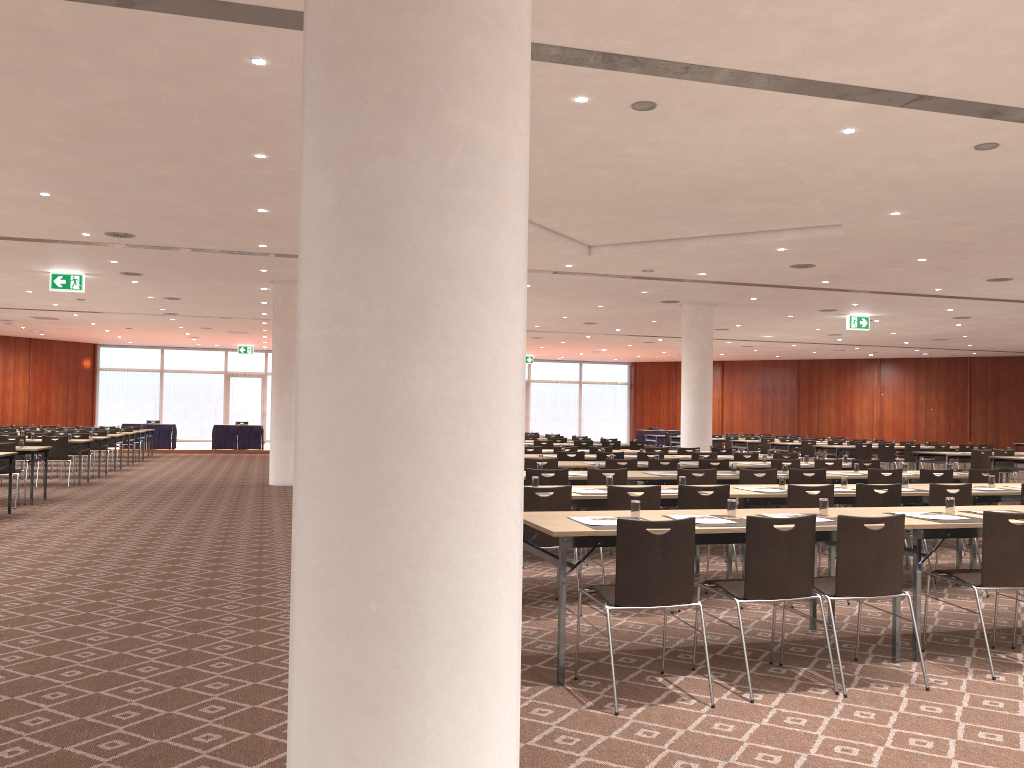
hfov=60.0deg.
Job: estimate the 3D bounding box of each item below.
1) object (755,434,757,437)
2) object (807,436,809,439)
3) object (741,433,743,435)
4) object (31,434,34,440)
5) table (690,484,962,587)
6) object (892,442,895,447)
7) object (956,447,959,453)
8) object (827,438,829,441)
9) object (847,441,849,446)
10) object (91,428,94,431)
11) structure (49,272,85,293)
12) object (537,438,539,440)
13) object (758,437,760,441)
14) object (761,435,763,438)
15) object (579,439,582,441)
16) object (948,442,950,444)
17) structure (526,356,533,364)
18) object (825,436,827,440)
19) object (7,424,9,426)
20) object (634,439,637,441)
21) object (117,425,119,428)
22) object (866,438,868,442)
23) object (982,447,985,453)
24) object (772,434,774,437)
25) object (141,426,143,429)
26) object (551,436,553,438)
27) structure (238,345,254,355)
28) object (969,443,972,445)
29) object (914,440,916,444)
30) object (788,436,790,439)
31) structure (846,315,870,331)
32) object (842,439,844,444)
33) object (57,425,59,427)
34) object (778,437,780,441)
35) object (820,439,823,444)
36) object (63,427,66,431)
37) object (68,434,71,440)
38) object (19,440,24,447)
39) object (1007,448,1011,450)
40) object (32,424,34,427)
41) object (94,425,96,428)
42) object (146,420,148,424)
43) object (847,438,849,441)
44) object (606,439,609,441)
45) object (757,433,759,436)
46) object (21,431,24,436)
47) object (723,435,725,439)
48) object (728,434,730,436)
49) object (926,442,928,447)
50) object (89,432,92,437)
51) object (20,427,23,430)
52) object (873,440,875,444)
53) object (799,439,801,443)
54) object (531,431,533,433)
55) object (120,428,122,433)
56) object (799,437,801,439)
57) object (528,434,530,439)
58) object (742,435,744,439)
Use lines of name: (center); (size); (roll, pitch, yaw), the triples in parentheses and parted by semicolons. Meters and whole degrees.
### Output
object: (8.149, 1.734, 29.649); (0.054, 0.114, 0.054); (0, -2, 41)
object: (9.302, 1.691, 27.892); (0.054, 0.114, 0.054); (0, -2, 41)
object: (8.240, 1.809, 31.756); (0.054, 0.114, 0.054); (0, -2, 41)
object: (-8.988, 0.988, 16.627); (0.054, 0.114, 0.054); (0, -2, 41)
table: (2.833, 1.361, 7.995); (2.267, 0.833, 0.953); (2, -2, -15)
object: (9.339, 1.474, 21.697); (0.054, 0.114, 0.054); (0, -2, 41)
object: (9.030, 1.339, 17.981); (0.054, 0.114, 0.054); (2, -2, -27)
object: (9.205, 1.616, 25.798); (0.054, 0.114, 0.054); (0, -2, 41)
object: (8.090, 1.441, 21.343); (0.054, 0.114, 0.054); (0, -2, 41)
object: (-10.591, 1.163, 22.391); (0.054, 0.114, 0.054); (2, -2, -27)
structure: (-8.452, -1.933, 16.856); (0.587, 0.346, 0.105); (1, -2, -15)
object: (0.566, 1.241, 19.259); (0.054, 0.114, 0.054); (0, -2, 41)
object: (7.026, 1.558, 25.191); (0.054, 0.114, 0.054); (2, -2, -27)
object: (7.740, 1.650, 27.466); (0.054, 0.114, 0.054); (2, -2, -27)
object: (1.508, 1.266, 19.525); (0.054, 0.114, 0.054); (0, -2, 18)
object: (10.905, 1.516, 22.128); (0.054, 0.114, 0.054); (0, -2, 18)
structure: (0.614, -1.039, 37.971); (0.587, 0.346, 0.105); (1, -2, -15)
object: (9.933, 1.708, 28.076); (0.054, 0.114, 0.054); (0, -2, 41)
object: (-14.476, 1.207, 25.481); (0.054, 0.114, 0.054); (0, -2, 41)
object: (2.763, 1.299, 19.862); (0.054, 0.114, 0.054); (0, -2, 41)
object: (-11.653, 1.281, 26.255); (0.054, 0.114, 0.054); (2, -2, -27)
object: (10.472, 1.650, 26.148); (0.054, 0.114, 0.054); (0, -2, 41)
object: (9.654, 1.355, 18.141); (0.054, 0.114, 0.054); (2, -2, -27)
object: (8.770, 1.750, 29.827); (0.054, 0.114, 0.054); (0, -2, 41)
object: (-11.034, 1.298, 26.429); (0.054, 0.114, 0.054); (2, -2, -27)
object: (0.971, 1.325, 21.439); (0.054, 0.114, 0.054); (0, -2, 18)
structure: (-10.483, -1.333, 34.903); (0.587, 0.346, 0.105); (1, -2, -15)
object: (11.523, 1.532, 22.286); (0.054, 0.114, 0.054); (0, -2, 18)
object: (11.007, 1.591, 24.216); (0.054, 0.114, 0.054); (0, -2, 18)
object: (8.673, 1.675, 27.728); (0.054, 0.114, 0.054); (0, -2, 41)
structure: (8.392, -1.486, 21.514); (0.587, 0.346, 0.105); (1, -2, -15)
object: (8.811, 1.533, 23.619); (0.054, 0.114, 0.054); (0, -2, 41)
object: (-13.215, 1.240, 25.824); (0.054, 0.114, 0.054); (0, -2, 41)
object: (7.654, 1.575, 25.374); (0.054, 0.114, 0.054); (2, -2, -27)
object: (8.184, 1.516, 23.448); (0.054, 0.114, 0.054); (0, -2, 41)
object: (-11.221, 1.147, 22.228); (0.054, 0.114, 0.054); (2, -2, -27)
object: (-8.371, 1.004, 16.785); (0.054, 0.114, 0.054); (0, -2, 41)
object: (-7.421, 0.902, 13.420); (0.054, 0.114, 0.054); (2, -2, -27)
object: (10.268, 1.371, 18.322); (0.054, 0.114, 0.054); (2, -2, -27)
object: (-13.850, 1.223, 25.641); (0.054, 0.114, 0.054); (0, -2, 41)
object: (-12.277, 1.265, 26.081); (0.054, 0.114, 0.054); (2, -2, -27)
object: (-12.173, 1.262, 29.594); (0.054, 0.114, 0.054); (1, -2, -4)
object: (9.831, 1.632, 25.965); (0.054, 0.114, 0.054); (0, -2, 41)
object: (2.123, 1.283, 19.690); (0.054, 0.114, 0.054); (0, -2, 18)
object: (8.859, 1.826, 31.930); (0.054, 0.114, 0.054); (0, -2, 41)
object: (-10.144, 1.030, 18.384); (0.054, 0.114, 0.054); (0, -2, 41)
object: (6.493, 1.617, 27.122); (0.054, 0.114, 0.054); (2, -2, -27)
object: (7.204, 1.709, 29.401); (0.054, 0.114, 0.054); (2, -2, -27)
object: (10.277, 1.499, 21.957); (0.054, 0.114, 0.054); (0, -2, 18)
object: (-8.886, 1.063, 18.715); (0.054, 0.114, 0.054); (0, -2, 41)
object: (-12.153, 1.122, 21.965); (0.054, 0.114, 0.054); (0, -2, 41)
object: (9.749, 1.558, 23.885); (0.054, 0.114, 0.054); (0, -2, 18)
object: (7.550, 1.499, 23.269); (0.054, 0.114, 0.054); (0, -2, 41)
object: (0.616, 1.534, 27.581); (0.054, 0.114, 0.054); (0, -2, 41)
object: (-9.960, 1.181, 22.575); (0.054, 0.114, 0.054); (2, -2, -27)
object: (8.284, 1.592, 25.543); (0.054, 0.114, 0.054); (2, -2, -27)
object: (0.441, 1.384, 23.381); (0.054, 0.114, 0.054); (0, -2, 18)
object: (7.123, 1.634, 27.295); (0.054, 0.114, 0.054); (2, -2, -27)
